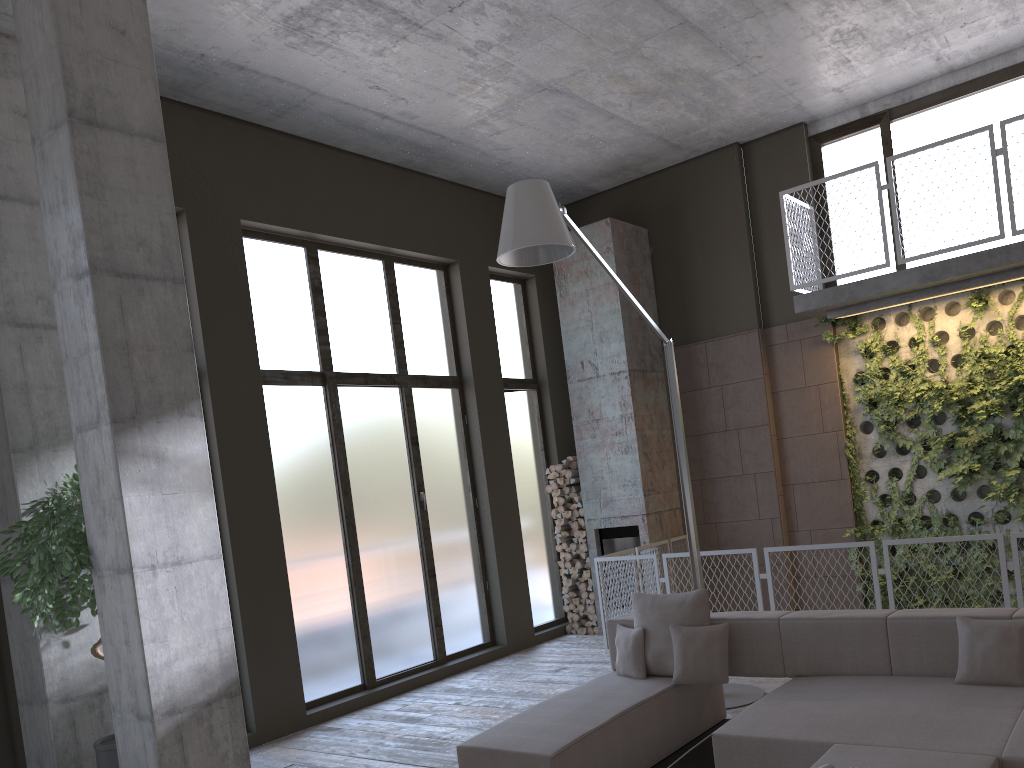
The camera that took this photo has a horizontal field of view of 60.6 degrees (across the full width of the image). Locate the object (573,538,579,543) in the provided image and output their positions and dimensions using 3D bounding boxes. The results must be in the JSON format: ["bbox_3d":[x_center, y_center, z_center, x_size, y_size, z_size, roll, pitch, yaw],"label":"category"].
[{"bbox_3d":[0.861,1.813,10.282,0.068,0.067,0.420,-9,-6,39],"label":"object"}]

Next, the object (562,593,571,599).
[{"bbox_3d":[0.745,2.498,10.438,0.123,0.067,0.361,-11,-7,37],"label":"object"}]

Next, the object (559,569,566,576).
[{"bbox_3d":[0.724,2.208,10.465,0.080,0.107,0.434,-8,-6,38],"label":"object"}]

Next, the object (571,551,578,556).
[{"bbox_3d":[0.823,1.961,10.315,0.065,0.074,0.357,-9,-6,36],"label":"object"}]

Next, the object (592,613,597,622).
[{"bbox_3d":[1.064,2.679,10.189,0.064,0.125,0.361,-7,-5,40],"label":"object"}]

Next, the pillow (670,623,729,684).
[{"bbox_3d":[1.166,1.663,5.408,0.378,0.372,0.168,-8,0,12],"label":"pillow"}]

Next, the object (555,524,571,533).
[{"bbox_3d":[0.682,1.692,10.382,0.092,0.089,0.452,-9,-6,40],"label":"object"}]

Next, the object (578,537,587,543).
[{"bbox_3d":[0.923,1.797,10.231,0.068,0.067,0.420,-9,-6,39],"label":"object"}]

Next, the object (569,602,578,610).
[{"bbox_3d":[0.842,2.595,10.417,0.092,0.089,0.452,-9,-6,39],"label":"object"}]

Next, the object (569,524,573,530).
[{"bbox_3d":[0.805,1.679,10.391,0.105,0.102,0.290,-9,-6,39],"label":"object"}]

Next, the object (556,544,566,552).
[{"bbox_3d":[0.686,1.929,10.448,0.092,0.092,0.434,-9,-6,39],"label":"object"}]

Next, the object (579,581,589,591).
[{"bbox_3d":[0.897,2.342,10.235,0.099,0.107,0.292,-9,-6,37],"label":"object"}]

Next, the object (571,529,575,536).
[{"bbox_3d":[0.837,1.726,10.330,0.102,0.086,0.360,-10,-7,39],"label":"object"}]

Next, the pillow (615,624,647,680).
[{"bbox_3d":[0.784,1.785,5.810,0.150,0.376,0.372,-7,-2,-19],"label":"pillow"}]

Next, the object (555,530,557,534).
[{"bbox_3d":[0.656,1.722,10.443,0.068,0.071,0.420,-9,-6,39],"label":"object"}]

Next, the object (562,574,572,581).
[{"bbox_3d":[0.733,2.311,10.484,0.071,0.118,0.362,-8,-5,38],"label":"object"}]

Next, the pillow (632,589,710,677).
[{"bbox_3d":[1.016,1.607,5.647,0.569,0.557,0.219,-9,-1,40],"label":"pillow"}]

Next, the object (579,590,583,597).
[{"bbox_3d":[0.927,2.437,10.351,0.102,0.086,0.360,-10,-7,39],"label":"object"}]

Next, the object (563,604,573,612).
[{"bbox_3d":[0.776,2.639,10.469,0.092,0.092,0.434,-9,-6,39],"label":"object"}]

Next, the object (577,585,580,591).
[{"bbox_3d":[0.895,2.390,10.412,0.105,0.102,0.290,-9,-6,39],"label":"object"}]

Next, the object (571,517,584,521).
[{"bbox_3d":[0.812,1.558,10.239,0.090,0.056,0.330,-11,-7,39],"label":"object"}]

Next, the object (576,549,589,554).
[{"bbox_3d":[0.898,1.930,10.248,0.123,0.067,0.361,-11,-8,39],"label":"object"}]

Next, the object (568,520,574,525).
[{"bbox_3d":[0.786,1.608,10.299,0.065,0.074,0.357,-9,-6,40],"label":"object"}]

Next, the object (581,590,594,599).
[{"bbox_3d":[0.973,2.438,10.282,0.093,0.093,0.434,-9,-6,39],"label":"object"}]

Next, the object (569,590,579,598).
[{"bbox_3d":[0.843,2.467,10.406,0.116,0.079,0.432,-10,-7,39],"label":"object"}]

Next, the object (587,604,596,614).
[{"bbox_3d":[0.990,2.579,10.145,0.102,0.102,0.291,-9,-6,37],"label":"object"}]

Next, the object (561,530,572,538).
[{"bbox_3d":[0.753,1.756,10.385,0.116,0.079,0.432,-10,-7,39],"label":"object"}]

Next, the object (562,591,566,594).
[{"bbox_3d":[0.746,2.433,10.464,0.068,0.071,0.420,-9,-6,39],"label":"object"}]

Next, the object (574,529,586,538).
[{"bbox_3d":[0.884,1.727,10.261,0.093,0.093,0.434,-9,-6,39],"label":"object"}]

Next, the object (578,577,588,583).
[{"bbox_3d":[0.902,2.269,10.260,0.090,0.056,0.330,-11,-7,39],"label":"object"}]

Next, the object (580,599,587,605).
[{"bbox_3d":[0.950,2.524,10.303,0.068,0.067,0.420,-9,-6,39],"label":"object"}]

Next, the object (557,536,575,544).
[{"bbox_3d":[0.675,1.813,10.315,0.072,0.072,0.420,-9,-6,39],"label":"object"}]

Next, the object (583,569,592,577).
[{"bbox_3d":[1.005,2.173,10.213,0.094,0.083,0.477,-10,-7,39],"label":"object"}]

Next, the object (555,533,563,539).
[{"bbox_3d":[0.656,1.787,10.417,0.123,0.067,0.361,-11,-7,37],"label":"object"}]

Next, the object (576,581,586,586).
[{"bbox_3d":[0.876,2.319,10.320,0.065,0.074,0.357,-9,-6,40],"label":"object"}]

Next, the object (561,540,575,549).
[{"bbox_3d":[0.752,1.884,10.396,0.092,0.089,0.452,-9,-6,39],"label":"object"}]

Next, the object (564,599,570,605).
[{"bbox_3d":[0.773,2.569,10.441,0.067,0.085,0.422,-9,-6,40],"label":"object"}]

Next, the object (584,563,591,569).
[{"bbox_3d":[1.004,2.095,10.234,0.116,0.079,0.433,-10,-7,37],"label":"object"}]

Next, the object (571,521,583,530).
[{"bbox_3d":[0.807,1.632,10.214,0.099,0.107,0.292,-9,-6,37],"label":"object"}]

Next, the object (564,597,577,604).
[{"bbox_3d":[0.764,2.524,10.336,0.072,0.072,0.420,-9,-6,39],"label":"object"}]

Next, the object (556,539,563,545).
[{"bbox_3d":[0.684,1.858,10.420,0.067,0.085,0.422,-9,-6,40],"label":"object"}]

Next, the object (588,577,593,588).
[{"bbox_3d":[1.013,2.280,10.177,0.064,0.125,0.361,-7,-5,40],"label":"object"}]

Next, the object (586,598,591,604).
[{"bbox_3d":[1.013,2.508,10.252,0.068,0.067,0.420,-9,-6,39],"label":"object"}]

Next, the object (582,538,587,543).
[{"bbox_3d":[0.896,1.792,10.116,0.063,0.048,0.249,-10,-7,37],"label":"object"}]

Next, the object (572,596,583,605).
[{"bbox_3d":[0.889,2.527,10.348,0.094,0.083,0.477,-10,-7,39],"label":"object"}]

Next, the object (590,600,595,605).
[{"bbox_3d":[0.986,2.503,10.137,0.063,0.048,0.249,-10,-7,37],"label":"object"}]

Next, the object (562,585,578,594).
[{"bbox_3d":[0.772,2.403,10.403,0.092,0.089,0.452,-9,-6,40],"label":"object"}]

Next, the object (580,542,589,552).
[{"bbox_3d":[0.900,1.868,10.124,0.102,0.102,0.291,-9,-6,37],"label":"object"}]

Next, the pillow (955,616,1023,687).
[{"bbox_3d":[2.480,1.381,4.506,0.374,0.358,0.185,-9,-1,38],"label":"pillow"}]
